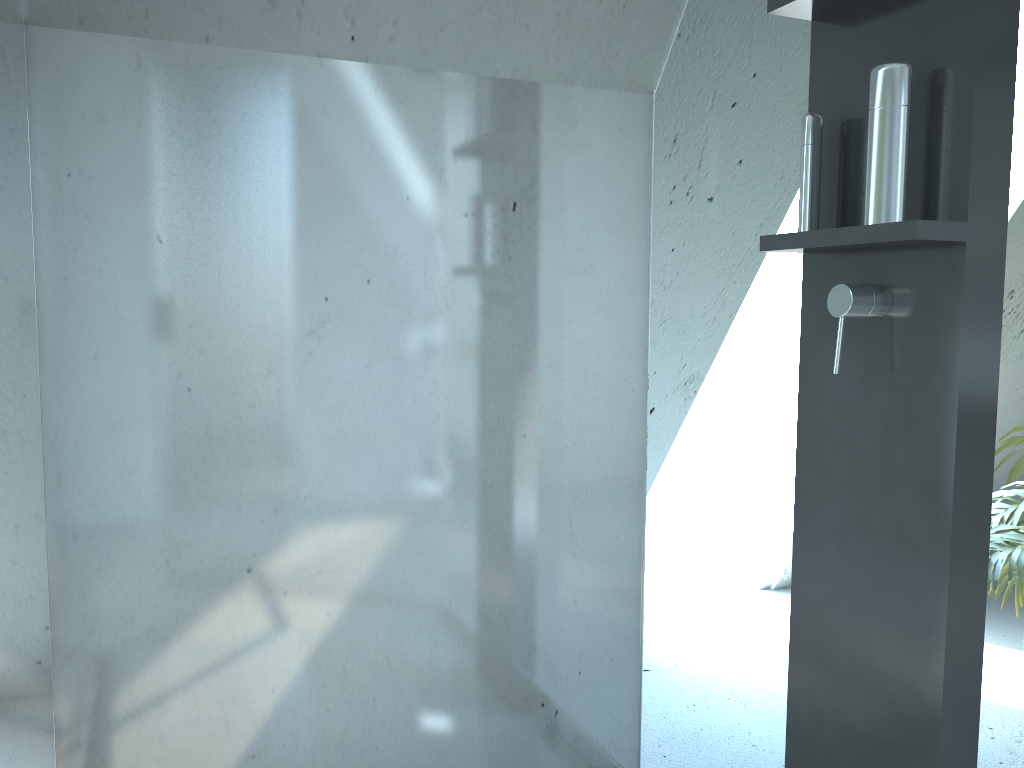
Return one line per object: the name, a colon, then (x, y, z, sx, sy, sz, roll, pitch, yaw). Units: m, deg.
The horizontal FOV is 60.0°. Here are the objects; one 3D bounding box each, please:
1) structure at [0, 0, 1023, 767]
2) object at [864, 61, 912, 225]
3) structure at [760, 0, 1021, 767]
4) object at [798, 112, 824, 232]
structure: (0.067, -0.121, 0.570, 1.184, 2.114, 1.835, -2, 6, -23)
object: (0.416, -0.264, 0.981, 0.043, 0.175, 0.023, 4, 7, 37)
structure: (0.203, -0.087, 0.959, 0.612, 1.978, 0.250, -2, 6, -23)
object: (0.369, -0.259, 1.094, 0.023, 0.144, 0.043, 4, 6, 34)
